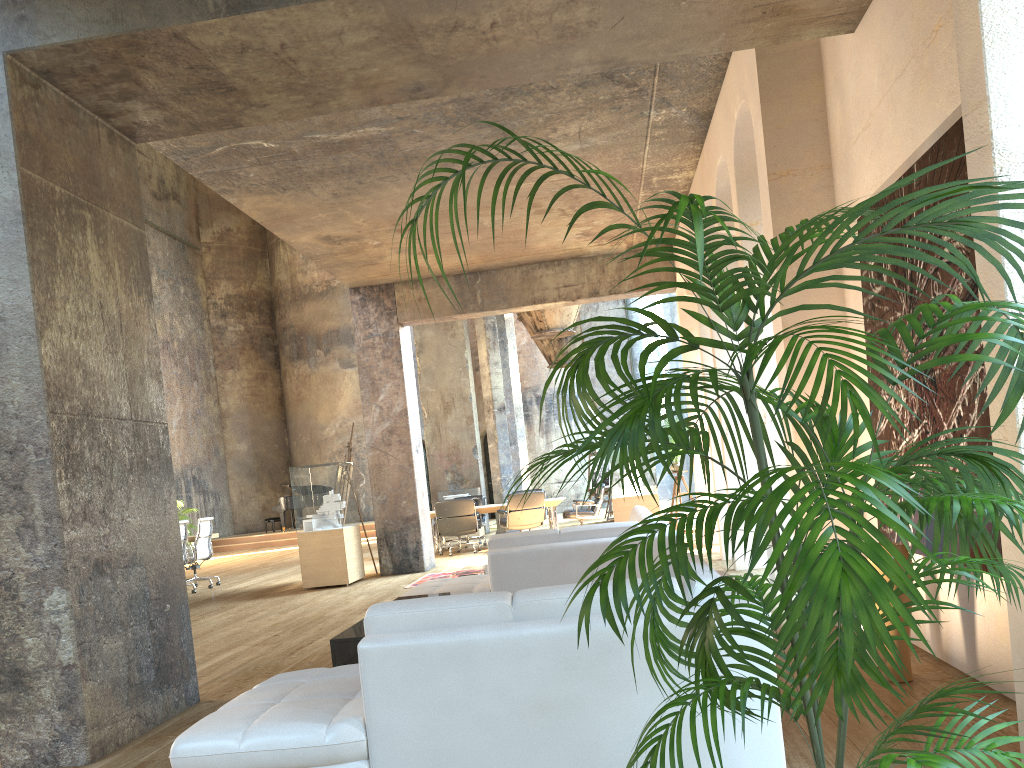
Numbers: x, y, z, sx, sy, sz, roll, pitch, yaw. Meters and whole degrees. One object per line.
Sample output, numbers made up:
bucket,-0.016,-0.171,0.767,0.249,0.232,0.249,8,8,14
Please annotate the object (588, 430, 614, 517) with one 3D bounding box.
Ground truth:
object,2.142,2.097,20.843,0.706,2.148,0.679,-6,1,35

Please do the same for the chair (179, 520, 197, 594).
chair,-4.736,2.397,11.946,0.701,1.026,0.663,-6,-1,14

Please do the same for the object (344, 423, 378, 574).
object,-2.304,1.624,12.133,0.685,2.148,0.699,-6,1,5

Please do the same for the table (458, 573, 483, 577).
table,-0.181,1.928,8.278,0.791,0.202,1.112,-7,-6,6

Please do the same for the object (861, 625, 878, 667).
object,1.748,1.166,4.319,0.101,0.452,0.100,-5,1,30

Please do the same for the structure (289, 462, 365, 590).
structure,-2.347,1.806,11.251,0.595,1.548,0.742,-6,0,6

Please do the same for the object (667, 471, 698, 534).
object,2.277,1.701,12.160,0.654,0.973,0.574,-6,-1,-30

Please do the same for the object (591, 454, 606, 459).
object,1.949,1.335,17.242,0.860,0.940,0.687,-6,-1,9

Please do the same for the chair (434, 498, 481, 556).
chair,-0.867,2.289,14.125,0.729,0.892,0.823,-6,-2,0

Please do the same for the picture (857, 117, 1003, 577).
picture,1.872,-0.081,4.039,0.069,1.770,1.503,-6,-2,5

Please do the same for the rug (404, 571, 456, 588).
rug,0.050,2.239,10.510,2.466,0.009,1.348,-7,-6,6

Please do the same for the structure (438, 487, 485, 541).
structure,-1.016,2.645,17.823,0.744,1.015,0.735,-6,-1,6

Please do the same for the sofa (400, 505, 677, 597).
sofa,0.320,1.535,7.575,2.067,0.721,2.934,-7,-6,6

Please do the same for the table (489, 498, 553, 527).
table,0.192,3.094,20.995,1.873,0.546,0.942,-7,-4,6

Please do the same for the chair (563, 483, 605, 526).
chair,1.177,2.126,14.625,0.821,0.893,0.731,-6,-2,0

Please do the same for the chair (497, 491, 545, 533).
chair,0.136,2.174,14.047,0.726,0.892,0.826,-5,-2,-21

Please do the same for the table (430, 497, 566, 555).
table,-0.286,2.394,14.790,2.413,0.700,1.106,-7,-4,6

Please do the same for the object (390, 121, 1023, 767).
object,0.543,0.344,1.930,1.405,1.813,1.354,-6,-1,12

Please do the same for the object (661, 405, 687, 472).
object,2.239,0.749,12.134,0.687,0.939,0.862,-6,-2,-4

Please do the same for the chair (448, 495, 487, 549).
chair,-0.814,2.445,15.610,0.732,0.892,0.820,-6,-2,12

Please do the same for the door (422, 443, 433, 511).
door,-2.829,2.762,26.142,0.896,2.298,0.092,-6,1,-36

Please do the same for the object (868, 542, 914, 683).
object,1.748,1.043,4.020,0.174,0.631,0.238,-6,1,-6

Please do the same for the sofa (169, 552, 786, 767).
sofa,-0.114,1.128,3.396,2.070,0.721,1.073,-7,-4,6

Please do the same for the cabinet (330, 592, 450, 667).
cabinet,-0.687,1.581,5.369,0.396,0.368,1.564,-6,-6,5

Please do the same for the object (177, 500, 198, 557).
object,-7.973,3.517,21.060,1.091,1.457,1.131,-6,-1,-3

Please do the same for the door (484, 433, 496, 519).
door,-0.474,2.651,25.883,0.110,2.632,0.908,-7,1,-42

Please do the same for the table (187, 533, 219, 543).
table,-5.678,2.399,9.831,1.603,0.757,7.728,-7,-6,5

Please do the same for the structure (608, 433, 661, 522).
structure,1.629,1.436,11.742,0.595,1.548,0.742,-6,0,6

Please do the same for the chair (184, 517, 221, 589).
chair,-4.681,2.485,12.809,0.701,1.026,0.664,-6,-1,11

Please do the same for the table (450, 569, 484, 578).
table,-0.146,1.943,8.645,0.861,0.246,0.370,-7,-4,6

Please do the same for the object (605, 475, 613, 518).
object,2.377,2.507,19.680,0.658,0.973,0.571,-6,0,0

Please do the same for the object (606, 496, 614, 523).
object,2.195,2.255,17.172,0.575,0.973,0.654,-6,-1,42

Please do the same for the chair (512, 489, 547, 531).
chair,0.290,2.314,15.489,0.731,0.892,0.821,-6,-2,7
